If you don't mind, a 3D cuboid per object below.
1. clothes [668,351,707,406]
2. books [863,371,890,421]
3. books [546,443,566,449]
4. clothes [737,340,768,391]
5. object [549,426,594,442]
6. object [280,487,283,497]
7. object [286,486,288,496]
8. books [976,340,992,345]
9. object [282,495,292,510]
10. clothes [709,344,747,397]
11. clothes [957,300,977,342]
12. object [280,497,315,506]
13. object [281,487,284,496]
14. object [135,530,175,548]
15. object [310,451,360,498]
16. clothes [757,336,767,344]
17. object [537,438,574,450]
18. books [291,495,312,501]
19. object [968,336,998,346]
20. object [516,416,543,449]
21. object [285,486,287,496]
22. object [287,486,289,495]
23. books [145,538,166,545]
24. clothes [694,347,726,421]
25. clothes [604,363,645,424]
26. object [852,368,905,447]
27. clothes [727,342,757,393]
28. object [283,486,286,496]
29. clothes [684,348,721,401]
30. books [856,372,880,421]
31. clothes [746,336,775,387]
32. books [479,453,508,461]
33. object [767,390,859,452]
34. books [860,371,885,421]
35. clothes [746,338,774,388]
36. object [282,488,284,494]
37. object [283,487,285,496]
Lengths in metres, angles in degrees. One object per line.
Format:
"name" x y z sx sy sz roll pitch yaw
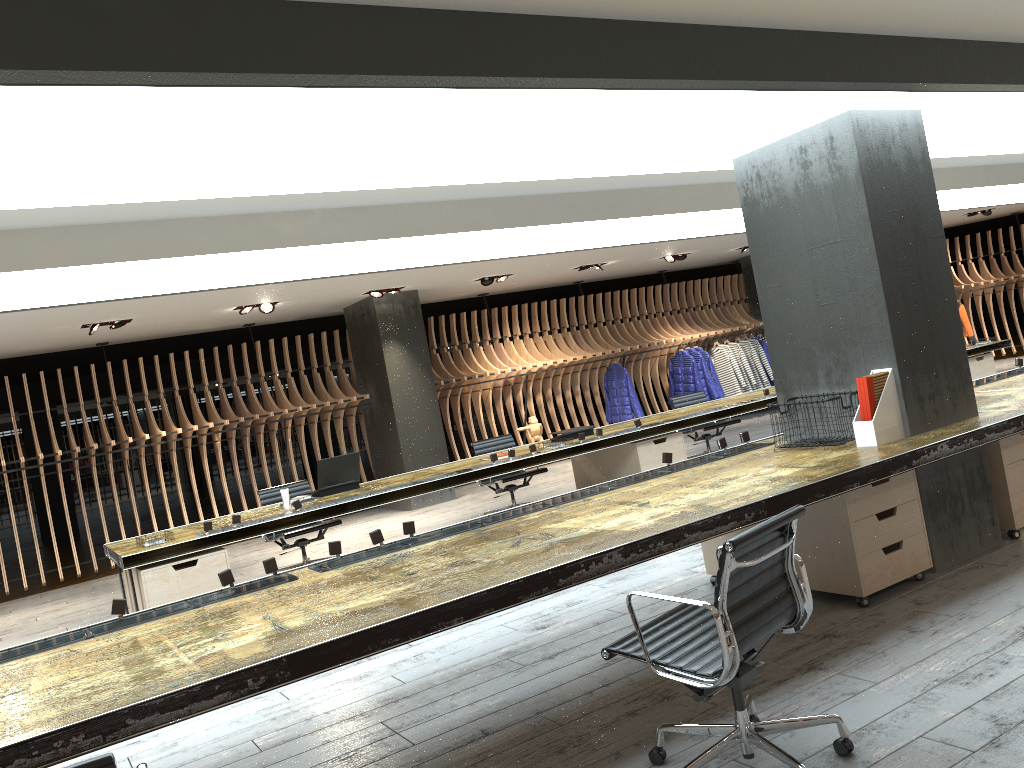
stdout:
"clothes" 2.819 0.074 14.627 0.242 1.260 0.878 -10 0 -34
"books" 1.985 0.128 4.765 0.215 0.368 0.048 -10 0 -30
"books" 0.391 0.550 7.881 0.110 0.025 0.155 -11 1 -35
"clothes" 4.039 -0.235 15.094 0.128 1.062 0.751 -10 0 -32
"object" 0.579 0.482 8.552 0.373 0.088 0.262 -11 1 -30
"object" -1.791 0.890 6.935 0.007 0.170 0.030 -11 0 17
"object" -1.757 0.884 6.935 0.030 0.170 0.007 -11 0 0
"books" 5.978 -0.528 11.241 0.110 0.025 0.155 -11 1 -35
"object" -1.765 0.931 6.947 0.061 0.111 0.061 -11 0 3
"clothes" 3.617 -0.154 14.841 0.128 1.062 0.751 -10 0 -32
"clothes" 8.445 -1.192 16.815 0.201 0.881 0.839 -11 0 0
"object" -1.768 0.968 7.307 0.212 0.019 0.219 -10 1 45
"object" -1.784 0.889 6.929 0.007 0.170 0.030 -10 0 -10
"object" -2.518 1.099 6.256 0.217 0.074 0.301 -11 1 -36
"object" -1.498 0.765 7.502 0.373 0.316 0.365 -11 0 -30
"clothes" 4.517 -0.271 15.356 0.192 1.187 0.806 -10 0 -30
"object" 0.390 0.540 7.886 0.217 0.074 0.301 -11 1 -36
"books" -1.753 0.946 7.350 0.186 0.027 0.112 -10 1 45
"object" 5.976 -0.537 11.245 0.217 0.074 0.301 -11 1 -36
"object" 0.178 0.454 8.153 0.097 0.300 0.321 -11 0 43
"object" -1.765 0.885 6.929 0.030 0.170 0.007 -11 0 26
"object" -1.753 0.883 6.944 0.030 0.170 0.007 -10 0 -27
"books" -2.516 1.109 6.251 0.110 0.025 0.155 -11 1 -35
"clothes" 3.128 0.009 14.722 0.246 1.239 0.884 -10 0 -34
"clothes" 1.677 0.289 13.851 0.246 1.239 0.884 -10 0 -34
"object" 1.961 0.125 4.792 0.240 0.383 0.128 -11 0 -30
"clothes" 3.817 -0.192 14.961 0.128 1.062 0.751 -10 0 -32
"object" -1.776 0.887 6.969 0.007 0.170 0.030 -10 0 -44
"clothes" 3.016 0.030 14.563 0.249 1.246 0.882 -10 0 -34
"books" 1.963 0.131 4.802 0.215 0.368 0.048 -10 0 -30
"clothes" 4.313 -0.219 15.400 0.246 1.239 0.884 -10 0 -34
"books" -0.148 0.655 7.988 0.213 0.026 0.365 -11 1 -20
"object" 1.745 0.215 5.069 0.330 0.289 0.459 -11 0 -33
"books" 1.974 0.129 4.783 0.215 0.368 0.048 -10 0 -30
"clothes" 4.191 -0.265 15.185 0.128 1.062 0.751 -10 0 -32
"object" -1.786 0.889 6.966 0.030 0.170 0.007 -11 0 19
"object" -1.774 0.887 6.927 0.007 0.170 0.030 -10 0 -37
